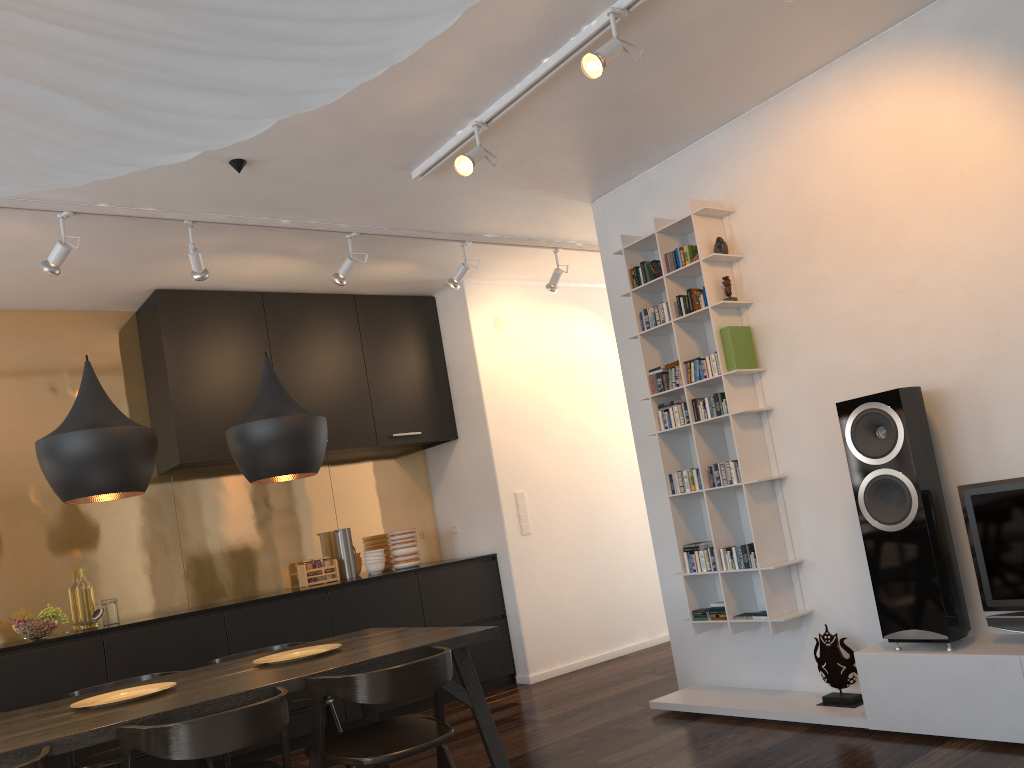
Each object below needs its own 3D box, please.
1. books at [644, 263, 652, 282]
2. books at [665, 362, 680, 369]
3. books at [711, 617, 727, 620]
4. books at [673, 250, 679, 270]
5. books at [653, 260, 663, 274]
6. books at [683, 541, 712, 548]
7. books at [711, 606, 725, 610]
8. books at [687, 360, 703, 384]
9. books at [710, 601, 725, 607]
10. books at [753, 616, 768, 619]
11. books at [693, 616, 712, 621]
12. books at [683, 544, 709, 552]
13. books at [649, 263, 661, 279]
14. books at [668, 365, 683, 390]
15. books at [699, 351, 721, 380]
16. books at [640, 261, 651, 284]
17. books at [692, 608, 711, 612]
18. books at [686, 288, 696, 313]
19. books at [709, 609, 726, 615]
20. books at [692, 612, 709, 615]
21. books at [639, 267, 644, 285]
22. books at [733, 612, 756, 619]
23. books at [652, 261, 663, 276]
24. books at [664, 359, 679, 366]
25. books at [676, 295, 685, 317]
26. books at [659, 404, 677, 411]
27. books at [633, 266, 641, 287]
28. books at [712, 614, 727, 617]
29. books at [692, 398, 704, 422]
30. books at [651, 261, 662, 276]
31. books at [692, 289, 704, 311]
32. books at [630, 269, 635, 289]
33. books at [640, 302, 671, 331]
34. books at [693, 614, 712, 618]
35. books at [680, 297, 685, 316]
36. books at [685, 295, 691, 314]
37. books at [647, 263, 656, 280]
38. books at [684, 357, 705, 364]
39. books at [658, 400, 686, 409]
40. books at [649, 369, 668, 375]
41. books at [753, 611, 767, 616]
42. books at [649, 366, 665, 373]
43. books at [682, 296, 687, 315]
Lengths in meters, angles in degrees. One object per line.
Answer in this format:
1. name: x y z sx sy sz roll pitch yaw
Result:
1. books: 0.708 -0.562 4.479 0.074 0.098 0.019 -5 -7 -38
2. books: 0.823 -0.094 4.400 0.069 0.017 0.108 -3 -11 -37
3. books: 1.031 1.136 4.299 0.069 0.016 0.108 -3 -11 -37
4. books: 0.826 -0.602 4.346 0.069 0.107 0.012 -5 -7 -38
5. books: 0.756 -0.578 4.419 0.069 0.098 0.058 -5 -7 -38
6. books: 0.931 0.804 4.435 0.093 0.012 0.113 -3 -11 -37
7. books: 1.025 1.083 4.296 0.069 0.013 0.093 -3 -11 -37
8. books: 0.910 -0.060 4.312 0.095 0.107 0.089 -5 -8 -38
9. books: 1.023 1.069 4.298 0.069 0.013 0.093 -3 -11 -37
10. books: 1.180 1.081 4.115 0.069 0.013 0.093 -3 -11 -37
11. books: 0.960 1.161 4.389 0.074 0.015 0.099 -3 -11 -37
12. books: 0.920 0.822 4.424 0.069 0.023 0.108 -3 -11 -37
13. books: 0.734 -0.567 4.446 0.069 0.090 0.046 -5 -7 -38
14. books: 0.844 -0.034 4.406 0.095 0.107 0.115 -5 -9 -37
15. books: 0.982 -0.089 4.232 0.122 0.112 0.138 -4 -9 -37
16. books: 0.695 -0.563 4.500 0.074 0.115 0.029 -5 -7 -38
17. books: 0.957 1.123 4.390 0.069 0.009 0.108 -3 -11 -37
18. books: 0.886 -0.401 4.274 0.074 0.115 0.029 -5 -7 -38
19. books: 1.022 1.103 4.299 0.069 0.023 0.108 -3 -11 -37
20. books: 0.954 1.134 4.393 0.069 0.015 0.093 -3 -11 -37
21. books: 0.685 -0.548 4.515 0.069 0.091 0.014 -5 -7 -38
22. books: 1.130 1.106 4.220 0.093 0.012 0.113 -3 -11 -37
23. books: 0.750 -0.576 4.426 0.069 0.098 0.058 -5 -7 -38
24. books: 0.828 -0.109 4.406 0.093 0.014 0.113 -3 -11 -37
25. books: 0.842 -0.380 4.329 0.069 0.106 0.023 -5 -7 -38
26. books: 0.817 0.119 4.496 0.093 0.012 0.113 -3 -11 -37
27. books: 0.662 -0.548 4.539 0.069 0.106 0.023 -5 -7 -38
28. books: 1.030 1.119 4.293 0.069 0.013 0.093 -3 -11 -37
29. books: 0.921 0.128 4.325 0.074 0.115 0.029 -5 -7 -38
30. books: 0.745 -0.574 4.433 0.069 0.098 0.058 -5 -7 -38
31. books: 0.902 -0.402 4.256 0.069 0.106 0.016 -5 -7 -38
32. books: 0.646 -0.540 4.569 0.069 0.106 0.016 -5 -7 -38
33. books: 0.765 -0.345 4.483 0.108 0.112 0.224 -4 -10 -37
34. books: 0.958 1.147 4.391 0.069 0.013 0.093 -3 -11 -37
35. books: 0.856 -0.376 4.317 0.069 0.091 0.014 -5 -7 -38
36. books: 0.873 -0.384 4.291 0.069 0.092 0.020 -5 -7 -38
37. books: 0.721 -0.562 4.465 0.069 0.092 0.028 -5 -7 -38
38. books: 0.899 -0.117 4.308 0.069 0.008 0.108 -3 -11 -37
39. books: 0.816 0.104 4.502 0.095 0.022 0.113 -3 -11 -37
40. books: 0.756 -0.061 4.508 0.069 0.013 0.093 -3 -11 -37
41. books: 1.177 1.067 4.111 0.069 0.013 0.094 -4 -10 -32
42. books: 0.753 -0.075 4.504 0.069 0.013 0.094 -4 -10 -32
43. books: 0.864 -0.379 4.305 0.069 0.091 0.014 -5 -7 -38
